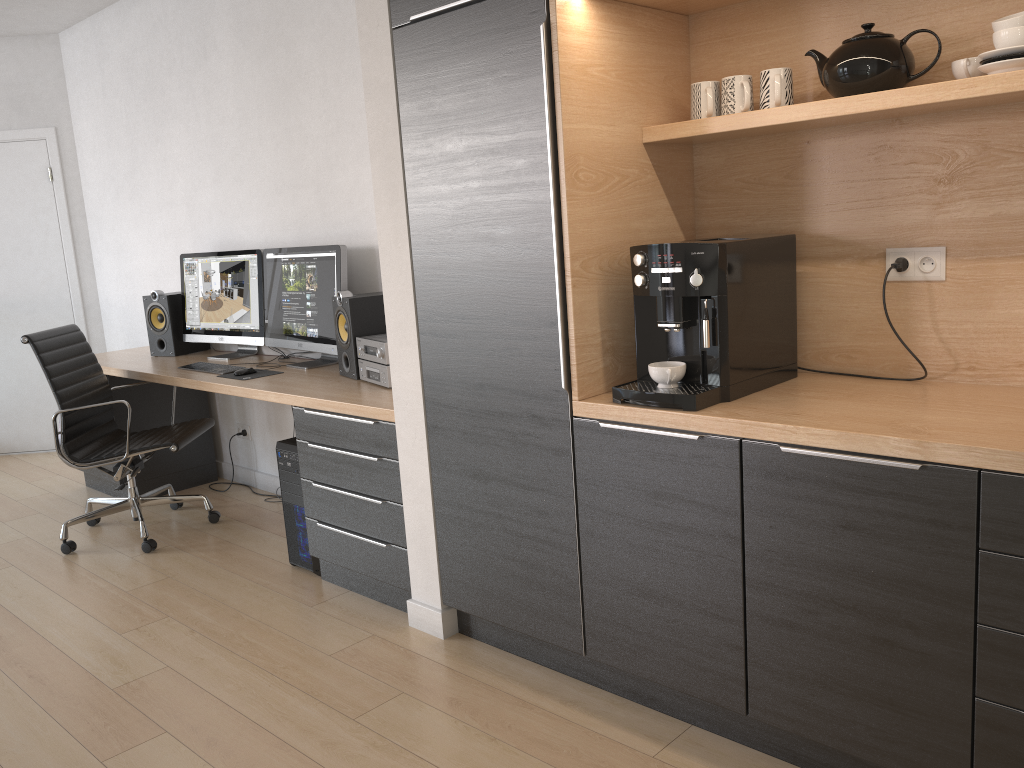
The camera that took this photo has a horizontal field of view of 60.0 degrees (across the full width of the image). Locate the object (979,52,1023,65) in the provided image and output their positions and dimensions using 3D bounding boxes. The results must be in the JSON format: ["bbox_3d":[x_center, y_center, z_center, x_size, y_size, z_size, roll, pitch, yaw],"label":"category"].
[{"bbox_3d":[1.066,-0.676,1.869,0.145,0.025,0.145,2,12,31],"label":"object"}]

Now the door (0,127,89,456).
[{"bbox_3d":[-3.352,-0.571,5.894,0.974,2.136,0.085,-4,10,0],"label":"door"}]

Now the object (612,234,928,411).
[{"bbox_3d":[0.645,-0.173,2.241,0.618,0.398,0.584,6,14,44],"label":"object"}]

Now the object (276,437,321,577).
[{"bbox_3d":[-0.700,0.460,3.681,0.215,0.527,0.474,6,14,44],"label":"object"}]

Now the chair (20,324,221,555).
[{"bbox_3d":[-1.791,0.211,4.164,0.699,0.991,0.664,-3,10,5],"label":"chair"}]

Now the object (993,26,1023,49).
[{"bbox_3d":[1.065,-0.714,1.863,0.099,0.057,0.095,-1,11,17],"label":"object"}]

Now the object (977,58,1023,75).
[{"bbox_3d":[1.064,-0.665,1.872,0.145,0.025,0.145,2,12,31],"label":"object"}]

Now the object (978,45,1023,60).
[{"bbox_3d":[1.062,-0.689,1.867,0.145,0.025,0.145,2,12,31],"label":"object"}]

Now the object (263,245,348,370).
[{"bbox_3d":[-0.919,-0.350,4.000,0.190,0.535,0.716,-13,13,-40],"label":"object"}]

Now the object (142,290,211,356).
[{"bbox_3d":[-1.828,-0.343,4.825,0.198,0.354,0.249,2,12,29],"label":"object"}]

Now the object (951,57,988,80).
[{"bbox_3d":[1.048,-0.705,2.008,0.095,0.057,0.099,-4,10,2],"label":"object"}]

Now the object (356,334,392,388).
[{"bbox_3d":[-0.429,-0.100,3.439,0.270,0.174,0.285,-10,12,-30],"label":"object"}]

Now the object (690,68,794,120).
[{"bbox_3d":[0.600,-0.759,2.348,0.112,0.105,0.297,-14,14,-43],"label":"object"}]

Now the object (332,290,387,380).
[{"bbox_3d":[-0.581,-0.217,3.644,0.249,0.354,0.198,-10,12,-30],"label":"object"}]

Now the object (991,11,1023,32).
[{"bbox_3d":[1.059,-0.747,1.857,0.098,0.075,0.095,-11,12,-33],"label":"object"}]

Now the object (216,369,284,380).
[{"bbox_3d":[-1.149,-0.042,3.890,0.250,0.002,0.200,6,14,44],"label":"object"}]

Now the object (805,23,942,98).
[{"bbox_3d":[0.851,-0.767,2.107,0.213,0.171,0.240,-6,10,-9],"label":"object"}]

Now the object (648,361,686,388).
[{"bbox_3d":[0.392,-0.021,2.242,0.099,0.057,0.095,-13,14,-42],"label":"object"}]
